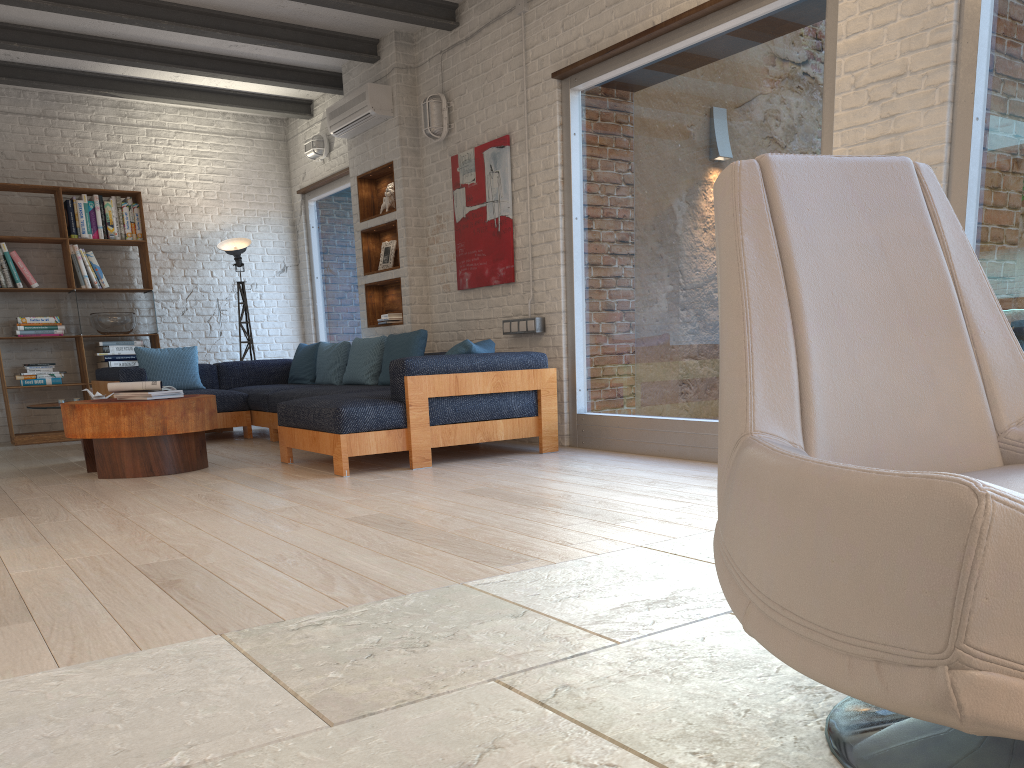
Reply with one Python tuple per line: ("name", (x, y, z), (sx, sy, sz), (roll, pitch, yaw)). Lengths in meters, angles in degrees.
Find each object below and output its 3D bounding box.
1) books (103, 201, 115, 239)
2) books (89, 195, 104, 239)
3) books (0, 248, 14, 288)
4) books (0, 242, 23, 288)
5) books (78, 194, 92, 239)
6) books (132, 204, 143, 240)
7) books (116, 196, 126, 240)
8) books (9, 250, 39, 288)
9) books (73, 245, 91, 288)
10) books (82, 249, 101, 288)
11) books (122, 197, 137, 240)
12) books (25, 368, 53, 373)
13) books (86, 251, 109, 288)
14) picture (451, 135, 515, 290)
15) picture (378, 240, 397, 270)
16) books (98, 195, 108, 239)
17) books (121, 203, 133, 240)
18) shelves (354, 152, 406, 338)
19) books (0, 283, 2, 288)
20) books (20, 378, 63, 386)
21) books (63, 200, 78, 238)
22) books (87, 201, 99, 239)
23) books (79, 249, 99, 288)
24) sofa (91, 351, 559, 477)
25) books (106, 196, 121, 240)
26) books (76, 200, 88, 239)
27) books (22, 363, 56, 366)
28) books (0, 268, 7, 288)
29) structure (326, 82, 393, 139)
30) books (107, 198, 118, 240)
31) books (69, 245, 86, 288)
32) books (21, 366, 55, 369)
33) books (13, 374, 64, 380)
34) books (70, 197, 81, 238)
("books", (-3.687, -1.468, 7.935), (0.055, 0.339, 0.250), (-11, 12, -34))
("books", (-3.759, -1.491, 7.888), (0.036, 0.394, 0.240), (-11, 13, -34))
("books", (-4.425, -0.992, 7.580), (0.101, 0.343, 0.250), (-10, 12, -34))
("books", (-4.362, -1.018, 7.579), (0.119, 0.392, 0.240), (-10, 12, -34))
("books", (-3.840, -1.486, 7.841), (0.036, 0.394, 0.240), (-11, 13, -34))
("books", (-3.500, -1.482, 8.096), (0.055, 0.339, 0.250), (-11, 12, -34))
("books", (-3.610, -1.502, 7.998), (0.036, 0.394, 0.240), (-11, 13, -34))
("books", (-4.298, -0.992, 7.655), (0.192, 0.328, 0.250), (-9, 11, -34))
("books", (-3.901, -1.047, 7.877), (0.102, 0.394, 0.240), (-10, 12, -34))
("books", (-3.850, -1.034, 7.937), (0.123, 0.359, 0.267), (-10, 12, -34))
("books", (-3.532, -1.507, 8.050), (0.036, 0.394, 0.240), (-11, 13, -34))
("books", (-4.255, -0.121, 7.845), (0.203, 0.035, 0.131), (-4, 3, -34))
("books", (-3.802, -1.028, 7.954), (0.156, 0.338, 0.250), (-9, 11, -34))
("picture", (-0.216, -1.193, 6.250), (0.019, 0.987, 0.731), (-11, 12, -34))
("picture", (-1.046, -1.087, 7.392), (0.100, 0.251, 0.191), (-12, 13, -43))
("books", (-3.735, -1.493, 7.916), (0.036, 0.394, 0.240), (-11, 13, -34))
("books", (-3.568, -1.476, 8.025), (0.055, 0.339, 0.250), (-11, 12, -34))
("shelves", (-1.026, -1.108, 7.340), (0.189, 1.468, 0.755), (-11, 13, -34))
("books", (-4.483, -1.012, 7.504), (0.090, 0.395, 0.240), (-10, 12, -34))
("books", (-4.234, -0.021, 7.852), (0.324, 0.057, 0.250), (-3, 3, -24))
("books", (-3.950, -1.452, 7.791), (0.055, 0.339, 0.250), (-11, 12, -34))
("books", (-3.809, -1.461, 7.884), (0.055, 0.339, 0.250), (-11, 12, -34))
("books", (-3.863, -1.033, 7.918), (0.123, 0.359, 0.267), (-10, 12, -34))
("sofa", (-1.684, 0.140, 6.604), (2.056, 0.678, 3.898), (-5, 3, -35))
("books", (-3.648, -1.500, 7.989), (0.036, 0.394, 0.240), (-11, 13, -34))
("books", (-3.875, -1.456, 7.818), (0.055, 0.339, 0.250), (-11, 12, -34))
("books", (-4.247, -0.174, 7.824), (0.249, 0.017, 0.160), (-4, 3, -34))
("books", (-4.457, -1.014, 7.531), (0.090, 0.395, 0.240), (-10, 12, -34))
("structure", (-1.233, -2.182, 7.002), (0.197, 0.225, 0.804), (-8, 6, -35))
("books", (-3.664, -1.484, 7.965), (0.020, 0.369, 0.267), (-11, 12, -34))
("books", (-3.946, -1.046, 7.876), (0.100, 0.395, 0.240), (-10, 12, -34))
("books", (-4.265, -0.148, 7.841), (0.233, 0.019, 0.169), (-4, 3, -41))
("books", (-4.257, -0.066, 7.838), (0.375, 0.037, 0.241), (-4, 3, -34))
("books", (-3.918, -1.468, 7.808), (0.020, 0.369, 0.267), (-11, 12, -34))
